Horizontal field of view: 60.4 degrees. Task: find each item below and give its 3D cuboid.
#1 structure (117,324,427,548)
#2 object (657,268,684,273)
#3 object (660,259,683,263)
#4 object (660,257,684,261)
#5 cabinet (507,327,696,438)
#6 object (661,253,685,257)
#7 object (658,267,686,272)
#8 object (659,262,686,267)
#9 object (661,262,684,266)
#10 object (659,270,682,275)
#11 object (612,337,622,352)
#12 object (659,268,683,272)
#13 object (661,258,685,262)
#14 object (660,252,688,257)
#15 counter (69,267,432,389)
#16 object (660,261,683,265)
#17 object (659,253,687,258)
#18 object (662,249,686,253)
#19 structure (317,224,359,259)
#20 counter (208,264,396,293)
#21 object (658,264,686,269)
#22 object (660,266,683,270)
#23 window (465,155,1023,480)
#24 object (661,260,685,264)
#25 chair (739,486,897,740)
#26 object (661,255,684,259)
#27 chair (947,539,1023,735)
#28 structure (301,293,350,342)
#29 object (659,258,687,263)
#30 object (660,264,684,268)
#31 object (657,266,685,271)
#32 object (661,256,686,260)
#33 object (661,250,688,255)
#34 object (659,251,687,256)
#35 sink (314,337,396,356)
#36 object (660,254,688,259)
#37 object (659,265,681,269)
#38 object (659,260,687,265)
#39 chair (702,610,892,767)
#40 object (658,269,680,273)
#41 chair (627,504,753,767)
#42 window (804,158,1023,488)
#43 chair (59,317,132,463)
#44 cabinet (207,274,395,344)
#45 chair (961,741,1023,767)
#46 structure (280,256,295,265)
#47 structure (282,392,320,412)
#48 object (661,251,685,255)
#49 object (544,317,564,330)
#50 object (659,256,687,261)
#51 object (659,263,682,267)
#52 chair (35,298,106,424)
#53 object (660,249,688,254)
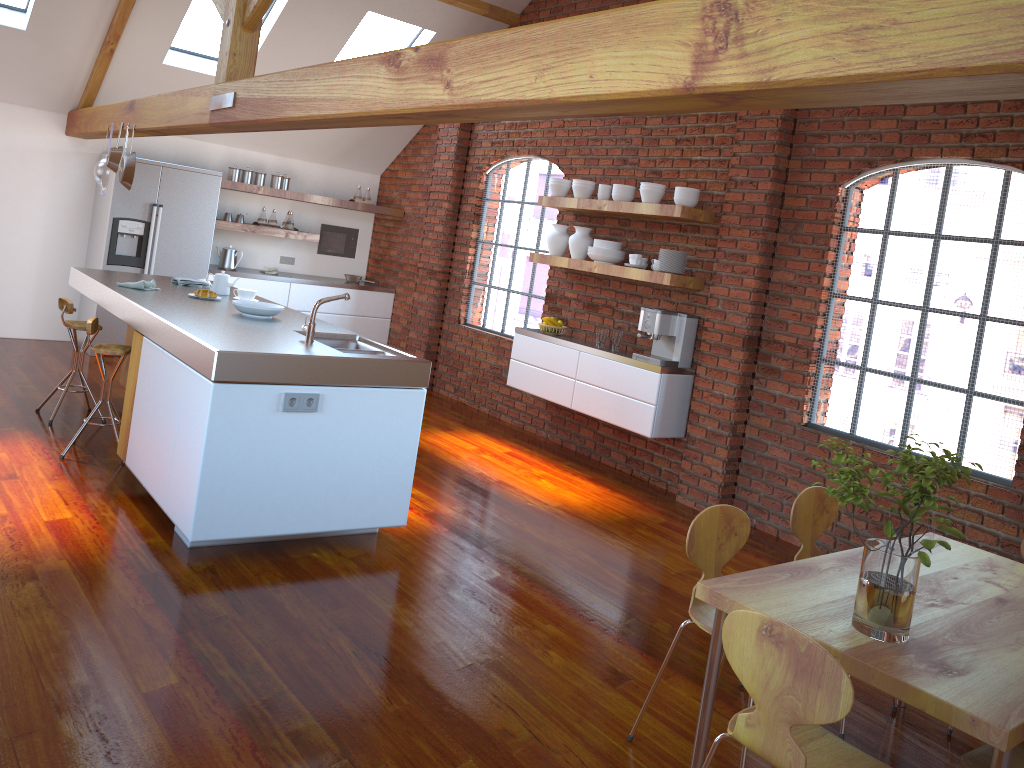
[{"bbox_3d":[-1.774,0.056,5.111,1.017,0.761,3.169,4,9,-37],"label":"structure"},{"bbox_3d":[1.079,-0.764,5.977,0.193,0.014,0.197,6,9,-20],"label":"object"},{"bbox_3d":[1.089,-0.828,5.975,0.193,0.014,0.197,6,9,-20],"label":"object"},{"bbox_3d":[1.091,-0.842,5.975,0.193,0.014,0.197,6,9,-20],"label":"object"},{"bbox_3d":[0.600,-0.046,6.523,0.335,0.472,1.647,6,8,-37],"label":"cabinet"},{"bbox_3d":[1.096,-0.870,5.974,0.193,0.014,0.197,6,9,-20],"label":"object"},{"bbox_3d":[1.081,-0.773,5.977,0.193,0.014,0.197,6,9,-20],"label":"object"},{"bbox_3d":[1.086,-0.806,5.976,0.193,0.014,0.197,6,9,-20],"label":"object"},{"bbox_3d":[1.086,-0.810,5.976,0.193,0.014,0.197,6,9,-20],"label":"object"},{"bbox_3d":[1.078,-0.755,5.977,0.193,0.014,0.197,6,9,-20],"label":"object"},{"bbox_3d":[0.743,-0.280,6.282,0.077,0.103,0.079,7,5,-25],"label":"object"},{"bbox_3d":[1.080,-0.769,5.977,0.193,0.014,0.197,6,9,-20],"label":"object"},{"bbox_3d":[1.091,-0.837,5.975,0.193,0.014,0.197,6,9,-20],"label":"object"},{"bbox_3d":[1.096,-0.874,5.974,0.193,0.014,0.197,6,9,-20],"label":"object"},{"bbox_3d":[-1.711,-0.392,5.091,1.018,0.129,3.193,2,11,-37],"label":"counter"},{"bbox_3d":[1.087,-0.815,5.976,0.193,0.014,0.197,6,9,-20],"label":"object"},{"bbox_3d":[1.095,-0.865,5.974,0.193,0.014,0.197,6,9,-20],"label":"object"},{"bbox_3d":[1.100,-0.897,5.973,0.193,0.014,0.197,6,9,-20],"label":"object"},{"bbox_3d":[-1.910,-1.569,9.688,0.454,0.333,0.013,4,4,-37],"label":"structure"},{"bbox_3d":[-2.236,-1.091,9.052,1.972,0.044,0.726,2,11,-37],"label":"counter"},{"bbox_3d":[1.084,-0.792,5.976,0.193,0.014,0.197,6,9,-20],"label":"object"},{"bbox_3d":[1.082,-0.782,5.976,0.193,0.014,0.197,6,9,-20],"label":"object"},{"bbox_3d":[3.754,-0.247,6.599,17.669,9.860,3.606,15,6,43],"label":"window"},{"bbox_3d":[1.089,-0.824,5.975,0.193,0.014,0.197,6,9,-20],"label":"object"},{"bbox_3d":[1.201,0.799,3.274,0.436,0.755,0.417,6,5,-42],"label":"chair"},{"bbox_3d":[1.093,-0.855,5.974,0.193,0.014,0.197,6,9,-20],"label":"object"},{"bbox_3d":[1.903,0.930,3.127,0.409,0.755,0.444,6,5,-42],"label":"chair"},{"bbox_3d":[-0.901,-0.330,4.258,0.199,0.247,0.100,5,4,-37],"label":"structure"},{"bbox_3d":[1.090,-0.833,5.975,0.193,0.014,0.197,6,9,-20],"label":"object"},{"bbox_3d":[1.084,-0.797,5.976,0.193,0.014,0.197,6,9,-20],"label":"object"},{"bbox_3d":[1.081,-0.778,5.977,0.193,0.014,0.197,6,9,-20],"label":"object"},{"bbox_3d":[1.093,-0.851,5.974,0.193,0.014,0.197,6,9,-20],"label":"object"},{"bbox_3d":[1.098,-0.888,5.973,0.193,0.014,0.197,6,9,-20],"label":"object"},{"bbox_3d":[1.097,-0.879,5.974,0.193,0.014,0.197,6,9,-20],"label":"object"},{"bbox_3d":[-0.800,-0.075,4.353,0.406,0.198,0.623,3,10,-37],"label":"sink"},{"bbox_3d":[1.094,-0.860,5.974,0.193,0.014,0.197,6,9,-20],"label":"object"},{"bbox_3d":[1.083,-0.787,5.976,0.193,0.014,0.197,6,9,-20],"label":"object"},{"bbox_3d":[1.088,-0.819,5.975,0.193,0.014,0.197,6,9,-20],"label":"object"},{"bbox_3d":[0.666,0.906,2.046,0.409,0.755,0.444,6,4,-37],"label":"chair"},{"bbox_3d":[1.079,-0.760,5.977,0.193,0.014,0.197,6,9,-20],"label":"object"},{"bbox_3d":[0.717,0.802,2.774,0.436,0.755,0.417,6,5,-42],"label":"chair"},{"bbox_3d":[2.270,-0.418,4.814,0.083,1.663,1.286,8,4,-37],"label":"window"},{"bbox_3d":[-2.263,0.018,4.920,0.336,0.748,0.342,8,3,-17],"label":"chair"},{"bbox_3d":[-2.303,-0.666,9.065,1.972,0.813,0.722,3,7,-37],"label":"cabinet"},{"bbox_3d":[1.284,0.996,2.081,0.435,0.756,0.417,6,4,-37],"label":"chair"},{"bbox_3d":[-2.396,-1.315,9.366,0.159,0.080,0.033,3,5,-37],"label":"structure"},{"bbox_3d":[-0.911,0.076,3.783,0.159,0.080,0.033,3,5,-37],"label":"structure"},{"bbox_3d":[1.098,-0.883,5.974,0.193,0.014,0.197,6,9,-20],"label":"object"},{"bbox_3d":[0.321,-0.478,6.904,0.184,0.084,0.067,9,4,1],"label":"object"},{"bbox_3d":[1.092,-0.846,5.975,0.193,0.014,0.197,6,9,-20],"label":"object"},{"bbox_3d":[1.085,-0.801,5.976,0.193,0.014,0.197,6,9,-20],"label":"object"},{"bbox_3d":[-2.751,-0.160,5.587,0.336,0.748,0.342,6,4,-42],"label":"chair"},{"bbox_3d":[1.099,-0.892,5.973,0.193,0.014,0.197,6,9,-20],"label":"object"}]
